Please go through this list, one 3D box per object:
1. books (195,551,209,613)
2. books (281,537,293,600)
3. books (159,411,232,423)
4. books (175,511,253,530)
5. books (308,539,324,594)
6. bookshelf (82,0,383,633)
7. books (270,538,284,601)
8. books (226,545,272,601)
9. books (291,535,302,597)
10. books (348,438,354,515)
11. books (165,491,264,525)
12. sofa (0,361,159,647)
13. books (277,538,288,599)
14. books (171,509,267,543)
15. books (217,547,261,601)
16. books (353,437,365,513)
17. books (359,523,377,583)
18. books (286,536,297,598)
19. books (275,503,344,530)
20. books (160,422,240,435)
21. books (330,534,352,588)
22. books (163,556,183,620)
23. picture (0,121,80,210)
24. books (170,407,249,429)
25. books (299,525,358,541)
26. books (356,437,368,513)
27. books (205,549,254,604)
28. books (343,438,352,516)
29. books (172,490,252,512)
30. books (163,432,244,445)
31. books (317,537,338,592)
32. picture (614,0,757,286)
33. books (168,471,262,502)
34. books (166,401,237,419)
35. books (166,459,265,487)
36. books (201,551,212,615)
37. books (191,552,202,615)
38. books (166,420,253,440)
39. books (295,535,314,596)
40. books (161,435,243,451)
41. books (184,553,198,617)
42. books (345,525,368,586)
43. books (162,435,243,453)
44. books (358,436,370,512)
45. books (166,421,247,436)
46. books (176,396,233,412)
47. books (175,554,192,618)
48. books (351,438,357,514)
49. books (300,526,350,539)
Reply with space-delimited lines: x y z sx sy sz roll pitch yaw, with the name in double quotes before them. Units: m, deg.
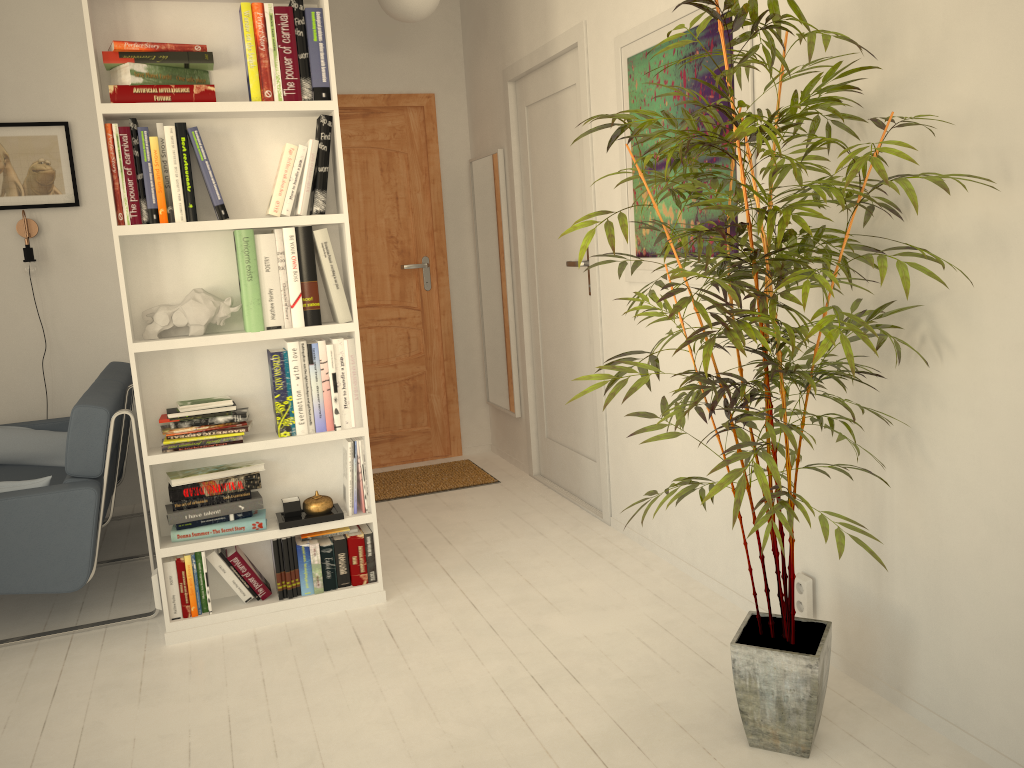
"books" -1.046 0.637 2.987 0.021 0.215 0.174 -7 9 -19
"books" -0.785 0.606 3.060 0.015 0.214 0.202 -7 9 -19
"books" -1.033 0.096 2.909 0.221 0.010 0.169 -7 10 -16
"books" -1.008 0.436 2.984 0.241 0.024 0.168 -8 10 -24
"books" -0.699 0.613 3.109 0.032 0.176 0.222 -7 10 -19
"bookshelf" -0.917 -0.643 2.875 0.710 2.897 0.249 -7 9 -19
"books" -0.815 0.609 3.056 0.015 0.214 0.202 -7 9 -19
"books" -0.899 0.634 3.027 0.131 0.188 0.136 -7 9 -19
"books" -0.761 0.601 3.082 0.015 0.214 0.202 -7 9 -19
"books" -0.578 0.310 3.123 0.030 0.255 0.198 -7 9 -19
"books" -0.998 0.406 2.967 0.297 0.039 0.165 -8 10 -24
"sofa" -1.943 0.397 3.543 0.964 0.772 1.604 -7 10 -19
"books" -0.803 0.607 3.068 0.015 0.214 0.202 -7 9 -19
"books" -0.983 0.467 2.996 0.297 0.038 0.204 -6 9 -14
"books" -0.927 0.635 3.010 0.118 0.192 0.118 -7 9 -19
"books" -0.549 0.307 3.125 0.008 0.256 0.185 -7 9 -19
"books" -0.528 0.589 3.181 0.032 0.176 0.230 -7 10 -19
"books" -0.773 0.604 3.072 0.015 0.214 0.202 -7 9 -19
"books" -0.691 0.451 3.029 0.215 0.023 0.130 -7 10 -19
"books" -1.021 0.134 2.904 0.238 0.012 0.120 -8 10 -24
"books" -0.620 0.603 3.152 0.050 0.170 0.221 -7 10 -19
"books" -1.128 0.659 2.954 0.039 0.199 0.185 -7 9 -19
"picture" -2.346 -1.035 4.216 0.481 0.401 0.015 -7 9 -19
"books" -0.994 0.108 2.933 0.235 0.025 0.163 -6 9 -13
"books" -0.648 0.511 3.107 0.193 0.011 0.130 -7 10 -19
"books" -0.538 0.307 3.116 0.007 0.257 0.181 -7 9 -19
"books" -0.959 0.635 3.005 0.135 0.200 0.134 -7 9 -19
"books" -0.586 0.311 3.118 0.034 0.256 0.209 -7 9 -19
"books" -1.005 0.371 2.959 0.247 0.039 0.143 -8 10 -22
"books" -1.011 0.164 2.923 0.248 0.009 0.171 -7 10 -16
"books" -0.661 0.614 3.123 0.048 0.163 0.209 -7 10 -19
"picture" 0.539 -0.763 2.880 0.012 0.876 0.823 -7 9 -19
"books" -0.992 0.326 2.960 0.285 0.047 0.185 -7 10 -19
"books" -1.024 0.080 2.920 0.212 0.017 0.165 -8 10 -21
"books" -0.996 0.288 2.970 0.297 0.024 0.162 -9 10 -28
"books" -1.026 0.637 2.979 0.010 0.215 0.194 -7 9 -19
"books" -1.062 0.644 2.982 0.012 0.206 0.194 -7 9 -19
"books" -0.998 0.146 2.953 0.255 0.014 0.197 -5 9 -9
"books" -0.735 0.615 3.102 0.044 0.179 0.224 -7 10 -19
"books" -1.019 0.178 2.913 0.247 0.014 0.173 -7 10 -20
"books" -1.072 0.646 2.964 0.020 0.210 0.185 -7 9 -19
"books" -0.563 0.595 3.149 0.056 0.179 0.202 -7 10 -19
"books" -1.013 0.189 2.919 0.247 0.009 0.170 -7 10 -16
"books" -0.526 0.308 3.111 0.011 0.256 0.139 -7 9 -19
"books" -1.011 0.139 2.927 0.250 0.008 0.135 -8 10 -22
"books" -1.008 0.063 2.901 0.166 0.019 0.127 -8 10 -26
"books" -1.096 0.651 2.960 0.026 0.206 0.187 -7 9 -19
"books" -0.557 0.314 3.094 0.033 0.258 0.130 -7 9 -19
"books" -0.655 0.507 3.085 0.165 0.006 0.103 -7 10 -19
